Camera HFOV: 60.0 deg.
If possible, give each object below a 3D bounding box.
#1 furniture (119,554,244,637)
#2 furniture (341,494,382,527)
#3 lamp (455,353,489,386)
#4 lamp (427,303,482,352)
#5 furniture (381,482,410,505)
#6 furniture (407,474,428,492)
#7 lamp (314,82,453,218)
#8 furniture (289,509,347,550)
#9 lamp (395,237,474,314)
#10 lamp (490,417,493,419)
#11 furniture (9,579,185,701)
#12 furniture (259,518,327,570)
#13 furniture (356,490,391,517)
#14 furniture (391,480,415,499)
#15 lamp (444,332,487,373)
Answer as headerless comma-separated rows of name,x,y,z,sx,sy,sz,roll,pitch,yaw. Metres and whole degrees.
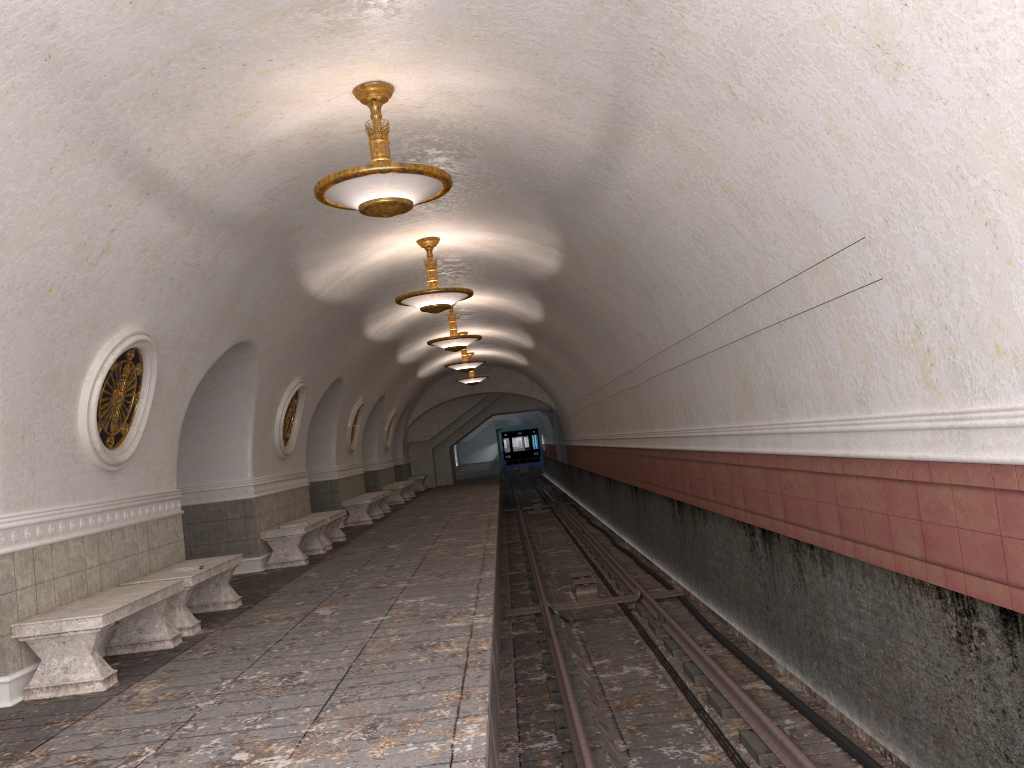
furniture,-3.002,1.962,8.248,0.613,0.508,1.509,-7,-4,-1
furniture,-3.120,2.642,18.573,0.613,0.508,1.509,-7,-4,-1
lamp,-1.187,-0.419,25.812,1.008,0.955,1.008,-3,-5,-45
lamp,-1.077,-1.053,16.176,1.008,0.955,1.008,-8,-4,15
furniture,-3.188,3.033,24.522,0.613,0.508,1.509,-7,-4,-1
furniture,-3.260,3.447,30.811,0.613,0.508,1.509,-7,-4,-1
lamp,-0.966,-1.689,6.505,1.008,0.955,1.008,-6,-4,-17
furniture,-3.071,2.357,14.243,0.613,0.508,1.509,-7,-4,-1
lamp,-1.022,-1.370,11.357,1.008,0.955,1.008,-6,-4,-17
lamp,-1.606,1.993,62.479,1.008,0.955,1.008,-6,-4,-15
furniture,-2.983,1.852,6.570,0.613,0.508,1.509,-7,-4,-1
furniture,-3.052,2.247,12.566,0.613,0.508,1.509,-7,-4,-1
furniture,-3.139,2.752,20.251,0.613,0.508,1.509,-7,-4,-1
furniture,-3.207,3.144,26.200,0.613,0.508,1.509,-7,-4,-1
lamp,-1.132,-0.736,20.993,1.008,0.955,1.008,-8,-4,15
